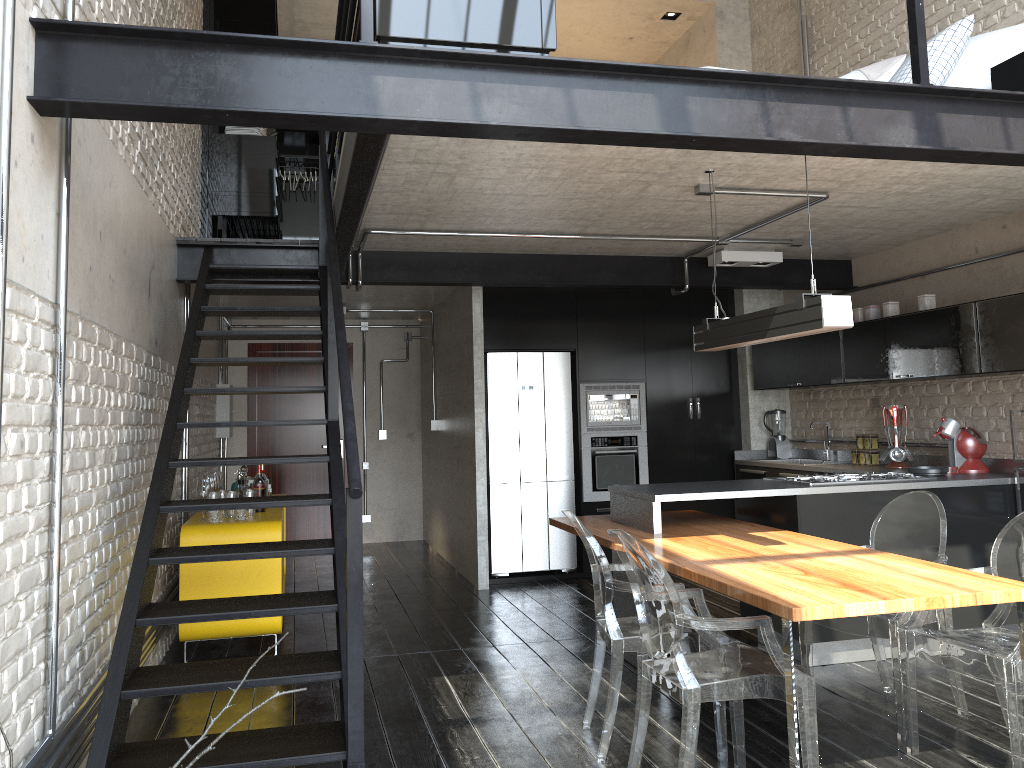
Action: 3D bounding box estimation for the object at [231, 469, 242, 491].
[{"bbox_3d":[-1.984,0.738,6.440,0.119,0.241,0.118,-2,-5,3],"label":"object"}]

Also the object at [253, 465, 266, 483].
[{"bbox_3d":[-1.654,0.662,5.799,0.080,0.331,0.079,1,-6,-23],"label":"object"}]

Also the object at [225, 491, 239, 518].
[{"bbox_3d":[-1.711,0.734,5.407,0.087,0.156,0.087,-1,-5,-1],"label":"object"}]

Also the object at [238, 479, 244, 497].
[{"bbox_3d":[-1.753,0.723,5.724,0.087,0.207,0.086,-3,-5,11],"label":"object"}]

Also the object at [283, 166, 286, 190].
[{"bbox_3d":[-2.489,-2.282,9.685,0.010,0.221,0.428,0,-3,-17],"label":"object"}]

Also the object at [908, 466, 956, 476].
[{"bbox_3d":[2.465,0.517,5.223,0.226,0.050,0.309,-2,-2,15],"label":"object"}]

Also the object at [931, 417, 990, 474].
[{"bbox_3d":[2.754,0.374,5.429,0.350,0.343,0.219,1,-5,-29],"label":"object"}]

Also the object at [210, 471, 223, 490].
[{"bbox_3d":[-2.018,0.721,6.025,0.092,0.246,0.092,-6,-7,37],"label":"object"}]

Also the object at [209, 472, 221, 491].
[{"bbox_3d":[-1.988,0.716,5.905,0.092,0.246,0.092,-6,-7,37],"label":"object"}]

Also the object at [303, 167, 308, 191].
[{"bbox_3d":[-2.274,-2.286,9.740,0.010,0.221,0.428,1,-4,-20],"label":"object"}]

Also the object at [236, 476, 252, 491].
[{"bbox_3d":[-1.798,0.731,5.978,0.101,0.212,0.100,-2,-5,1],"label":"object"}]

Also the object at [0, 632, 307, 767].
[{"bbox_3d":[-0.354,0.427,0.734,0.352,0.786,0.694,0,-5,-17],"label":"object"}]

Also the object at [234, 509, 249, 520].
[{"bbox_3d":[-1.597,0.742,5.229,0.095,0.120,0.095,-2,-4,4],"label":"object"}]

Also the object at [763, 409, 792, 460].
[{"bbox_3d":[2.239,0.424,7.507,0.223,0.426,0.161,0,-6,-14],"label":"object"}]

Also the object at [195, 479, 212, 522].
[{"bbox_3d":[-1.819,0.685,5.217,0.092,0.246,0.092,2,-6,-30],"label":"object"}]

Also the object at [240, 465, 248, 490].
[{"bbox_3d":[-1.774,0.686,5.856,0.114,0.294,0.114,-3,-6,14],"label":"object"}]

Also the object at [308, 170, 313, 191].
[{"bbox_3d":[-2.220,-2.287,9.750,0.010,0.221,0.428,1,-3,-19],"label":"object"}]

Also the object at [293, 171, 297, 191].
[{"bbox_3d":[-2.381,-2.284,9.711,0.010,0.221,0.428,1,-3,-19],"label":"object"}]

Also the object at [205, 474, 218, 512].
[{"bbox_3d":[-1.965,0.710,5.774,0.092,0.246,0.092,-6,-7,37],"label":"object"}]

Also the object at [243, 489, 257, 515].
[{"bbox_3d":[-1.630,0.736,5.503,0.087,0.156,0.087,-1,-5,-1],"label":"object"}]

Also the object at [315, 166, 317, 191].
[{"bbox_3d":[-2.161,-2.289,9.738,0.010,0.221,0.428,0,-3,-14],"label":"object"}]

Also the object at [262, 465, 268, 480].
[{"bbox_3d":[-1.698,0.684,6.011,0.081,0.309,0.081,1,-6,-19],"label":"object"}]

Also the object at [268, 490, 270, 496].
[{"bbox_3d":[-1.886,0.803,6.520,0.229,0.108,0.099,-2,-4,14],"label":"object"}]

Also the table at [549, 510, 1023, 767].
[{"bbox_3d":[0.994,1.097,4.043,0.927,0.737,2.660,-1,-3,-14],"label":"table"}]

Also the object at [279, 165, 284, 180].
[{"bbox_3d":[-2.539,-2.282,9.660,0.010,0.221,0.428,2,-4,-27],"label":"object"}]

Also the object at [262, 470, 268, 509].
[{"bbox_3d":[-1.664,0.703,5.897,0.067,0.259,0.099,-1,-5,-9],"label":"object"}]

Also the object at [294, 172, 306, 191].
[{"bbox_3d":[-2.336,-2.284,9.749,0.010,0.221,0.428,2,-4,-30],"label":"object"}]

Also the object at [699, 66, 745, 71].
[{"bbox_3d":[0.909,-1.344,5.233,0.681,0.663,2.505,-1,-3,-13],"label":"object"}]

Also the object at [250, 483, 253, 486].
[{"bbox_3d":[-1.780,0.755,6.175,0.052,0.183,0.134,-4,-5,23],"label":"object"}]

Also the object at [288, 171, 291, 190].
[{"bbox_3d":[-2.435,-2.283,9.694,0.010,0.221,0.428,0,-3,-11],"label":"object"}]

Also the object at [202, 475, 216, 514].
[{"bbox_3d":[-1.942,0.705,5.653,0.092,0.246,0.092,-6,-7,37],"label":"object"}]

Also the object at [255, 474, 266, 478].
[{"bbox_3d":[-1.732,0.680,6.092,0.073,0.322,0.072,1,-6,-23],"label":"object"}]

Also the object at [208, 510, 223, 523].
[{"bbox_3d":[-1.718,0.741,5.127,0.095,0.120,0.095,-5,-6,38],"label":"object"}]

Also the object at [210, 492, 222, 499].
[{"bbox_3d":[-1.809,0.735,5.370,0.087,0.156,0.087,-1,-5,-1],"label":"object"}]

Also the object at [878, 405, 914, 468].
[{"bbox_3d":[2.622,0.358,6.055,0.210,0.429,0.201,-2,-5,1],"label":"object"}]

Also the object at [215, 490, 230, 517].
[{"bbox_3d":[-1.788,0.739,5.467,0.087,0.156,0.087,-1,-5,-1],"label":"object"}]

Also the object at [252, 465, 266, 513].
[{"bbox_3d":[-1.626,0.669,5.689,0.081,0.311,0.081,1,-6,-22],"label":"object"}]
